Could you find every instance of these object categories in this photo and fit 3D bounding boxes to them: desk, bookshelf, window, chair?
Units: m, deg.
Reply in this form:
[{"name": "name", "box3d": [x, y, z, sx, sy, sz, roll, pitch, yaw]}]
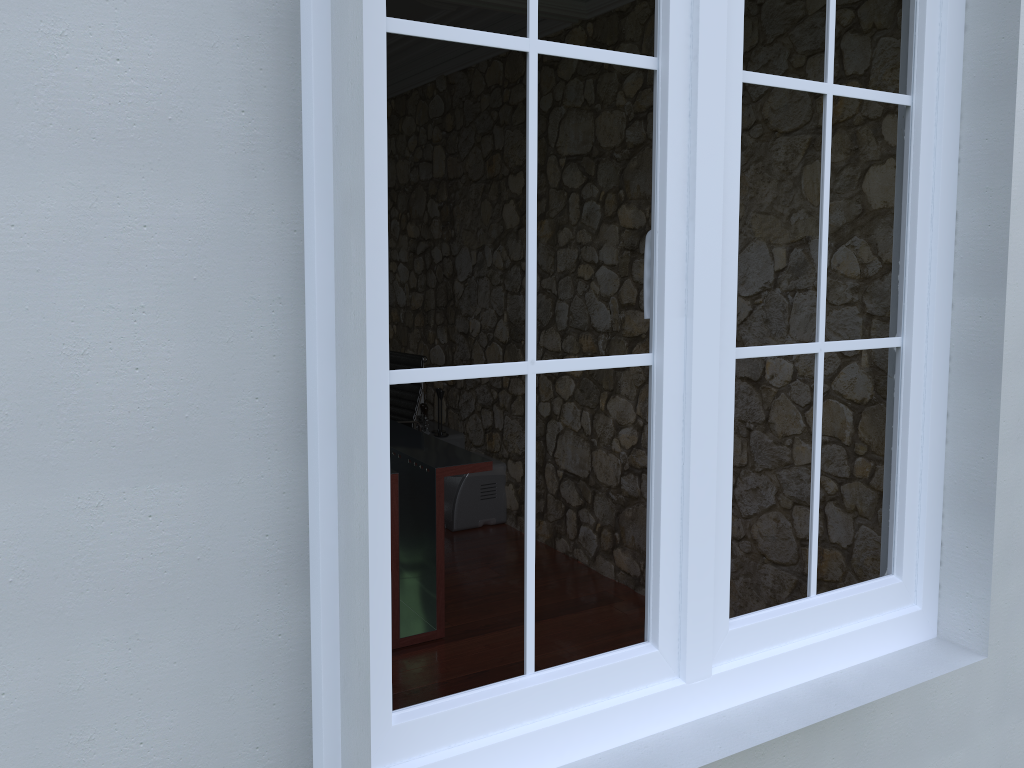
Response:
[{"name": "desk", "box3d": [-1.278, 0.578, 4.555, 1.302, 0.724, 2.519, -4, 9, -30]}, {"name": "bookshelf", "box3d": [-0.797, 0.492, 6.166, 0.437, 0.457, 1.200, -4, 8, -30]}, {"name": "window", "box3d": [0.340, -0.326, 1.726, 1.529, 1.975, 0.128, -3, 6, -30]}, {"name": "chair", "box3d": [-0.848, 0.346, 5.195, 0.700, 1.018, 0.668, -4, 7, -35]}]

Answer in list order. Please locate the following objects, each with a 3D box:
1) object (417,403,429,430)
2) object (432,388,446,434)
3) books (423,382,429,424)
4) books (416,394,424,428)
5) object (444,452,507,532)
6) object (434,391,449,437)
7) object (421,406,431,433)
[{"name": "object", "box3d": [-0.593, 0.213, 5.885, 0.088, 0.175, 0.048, 4, 6, 33]}, {"name": "object", "box3d": [-0.478, 0.173, 5.773, 0.095, 0.287, 0.095, 2, 6, 19]}, {"name": "books", "box3d": [-0.700, 0.111, 5.976, 0.272, 0.352, 0.063, -3, 6, -30]}, {"name": "books", "box3d": [-0.681, 0.177, 5.913, 0.197, 0.239, 0.058, -3, 6, -30]}, {"name": "object", "box3d": [-0.288, 0.638, 5.396, 0.363, 0.385, 0.402, -4, 8, -30]}, {"name": "object", "box3d": [-0.452, 0.188, 5.667, 0.095, 0.287, 0.095, -3, 6, -35]}, {"name": "object", "box3d": [-0.563, 0.228, 5.784, 0.048, 0.175, 0.088, -2, 6, -19]}]
